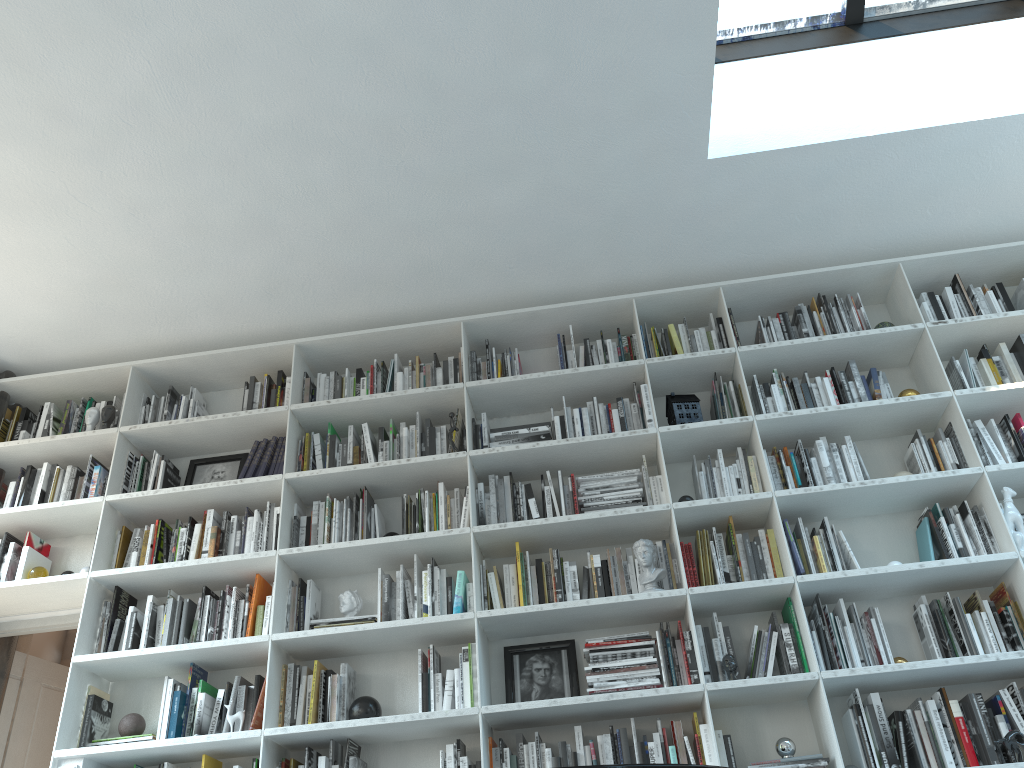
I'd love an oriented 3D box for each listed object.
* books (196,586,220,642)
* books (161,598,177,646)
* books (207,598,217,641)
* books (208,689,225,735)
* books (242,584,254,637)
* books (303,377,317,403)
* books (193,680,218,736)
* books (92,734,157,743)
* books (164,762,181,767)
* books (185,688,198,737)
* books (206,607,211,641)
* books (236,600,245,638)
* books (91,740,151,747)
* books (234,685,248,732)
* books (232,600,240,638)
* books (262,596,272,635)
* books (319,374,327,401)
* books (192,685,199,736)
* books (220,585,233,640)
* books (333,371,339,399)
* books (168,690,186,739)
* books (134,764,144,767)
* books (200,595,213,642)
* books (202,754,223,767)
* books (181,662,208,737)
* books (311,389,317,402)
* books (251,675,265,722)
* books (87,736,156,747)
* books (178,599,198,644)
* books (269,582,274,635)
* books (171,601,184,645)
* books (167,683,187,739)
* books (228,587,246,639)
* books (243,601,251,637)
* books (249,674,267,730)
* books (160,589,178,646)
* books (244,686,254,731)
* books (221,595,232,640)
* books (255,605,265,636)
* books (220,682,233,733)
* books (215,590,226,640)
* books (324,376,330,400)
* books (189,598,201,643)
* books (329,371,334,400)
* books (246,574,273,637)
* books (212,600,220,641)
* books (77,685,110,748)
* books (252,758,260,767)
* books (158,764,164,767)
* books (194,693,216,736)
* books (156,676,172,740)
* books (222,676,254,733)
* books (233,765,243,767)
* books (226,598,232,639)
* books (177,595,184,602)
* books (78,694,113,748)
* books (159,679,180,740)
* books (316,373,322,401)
[{"bbox_3d":[-1.328,1.049,3.867,0.013,0.298,0.152,-7,-33,4],"label":"books"},{"bbox_3d":[-1.458,1.082,3.854,0.021,0.246,0.190,-7,-33,4],"label":"books"},{"bbox_3d":[-1.272,1.069,3.841,0.013,0.228,0.178,-7,-33,4],"label":"books"},{"bbox_3d":[-1.191,1.383,3.647,0.056,0.213,0.143,-7,-33,4],"label":"books"},{"bbox_3d":[-1.137,1.037,3.866,0.015,0.291,0.144,-7,-33,4],"label":"books"},{"bbox_3d":[-1.000,0.108,4.420,0.029,0.236,0.157,-7,-33,4],"label":"books"},{"bbox_3d":[-1.257,1.364,3.644,0.011,0.249,0.173,-7,-33,4],"label":"books"},{"bbox_3d":[-1.562,1.472,3.642,0.254,0.012,0.161,-8,-34,5],"label":"books"},{"bbox_3d":[-1.334,1.660,3.471,0.012,0.304,0.190,-7,-33,4],"label":"books"},{"bbox_3d":[-1.296,1.391,3.663,0.030,0.230,0.148,-7,-33,4],"label":"books"},{"bbox_3d":[-1.286,1.089,3.848,0.021,0.204,0.130,-7,-33,4],"label":"books"},{"bbox_3d":[-1.153,1.067,3.844,0.021,0.219,0.149,-7,-33,4],"label":"books"},{"bbox_3d":[-1.561,1.490,3.626,0.254,0.012,0.162,-6,-34,2],"label":"books"},{"bbox_3d":[-1.078,1.358,3.619,0.030,0.206,0.173,-7,-33,4],"label":"books"},{"bbox_3d":[-1.170,1.068,3.841,0.012,0.216,0.161,-7,-33,4],"label":"books"},{"bbox_3d":[-1.036,1.047,3.832,0.031,0.222,0.145,-7,-33,4],"label":"books"},{"bbox_3d":[-0.925,0.094,4.424,0.031,0.253,0.146,-7,-33,4],"label":"books"},{"bbox_3d":[-1.271,1.377,3.660,0.022,0.247,0.129,-7,-33,4],"label":"books"},{"bbox_3d":[-1.235,1.046,3.878,0.011,0.302,0.130,-7,-33,4],"label":"books"},{"bbox_3d":[-0.858,0.084,4.413,0.012,0.248,0.175,-7,-33,4],"label":"books"},{"bbox_3d":[-1.340,1.385,3.627,0.029,0.207,0.190,-7,-33,4],"label":"books"},{"bbox_3d":[-1.472,1.676,3.485,0.006,0.313,0.146,-7,-33,4],"label":"books"},{"bbox_3d":[-1.309,1.070,3.863,0.021,0.255,0.156,-7,-33,4],"label":"books"},{"bbox_3d":[-1.182,1.633,3.464,0.021,0.321,0.173,-7,-33,4],"label":"books"},{"bbox_3d":[-1.321,1.347,3.688,0.011,0.334,0.154,-7,-33,4],"label":"books"},{"bbox_3d":[-0.970,0.135,4.416,0.024,0.182,0.134,-7,-33,4],"label":"books"},{"bbox_3d":[-1.026,1.341,3.638,0.021,0.250,0.155,-7,-33,4],"label":"books"},{"bbox_3d":[-1.562,1.479,3.630,0.285,0.012,0.160,-10,-34,7],"label":"books"},{"bbox_3d":[-1.391,1.081,3.856,0.023,0.241,0.185,-7,-33,4],"label":"books"},{"bbox_3d":[-1.009,1.020,3.851,0.027,0.284,0.149,-7,-33,4],"label":"books"},{"bbox_3d":[-1.425,1.083,3.850,0.024,0.236,0.167,-7,-33,4],"label":"books"},{"bbox_3d":[-1.368,1.385,3.666,0.031,0.254,0.144,-7,-33,4],"label":"books"},{"bbox_3d":[-1.186,1.038,3.846,0.015,0.273,0.158,-7,-33,4],"label":"books"},{"bbox_3d":[-1.122,1.064,3.829,0.013,0.202,0.162,-7,-33,4],"label":"books"},{"bbox_3d":[-0.981,1.302,3.608,0.082,0.275,0.229,-7,-33,4],"label":"books"},{"bbox_3d":[-1.475,1.070,3.875,0.011,0.291,0.184,-7,-33,4],"label":"books"},{"bbox_3d":[-1.049,1.359,3.626,0.027,0.208,0.144,-7,-33,4],"label":"books"},{"bbox_3d":[-1.224,1.063,3.859,0.011,0.250,0.140,-7,-33,4],"label":"books"},{"bbox_3d":[-1.065,1.068,3.823,0.030,0.182,0.152,-7,-33,4],"label":"books"},{"bbox_3d":[-1.158,1.367,3.652,0.013,0.240,0.142,-7,-33,4],"label":"books"},{"bbox_3d":[-1.247,1.052,3.857,0.012,0.270,0.146,-7,-33,4],"label":"books"},{"bbox_3d":[-0.898,0.103,4.409,0.023,0.219,0.182,-7,-33,4],"label":"books"},{"bbox_3d":[-1.354,1.080,3.872,0.048,0.255,0.142,-7,-33,4],"label":"books"},{"bbox_3d":[-0.875,0.088,4.418,0.023,0.250,0.171,-7,-33,4],"label":"books"},{"bbox_3d":[-1.102,1.011,3.861,0.035,0.324,0.171,-7,-33,4],"label":"books"},{"bbox_3d":[-1.257,1.075,3.849,0.013,0.226,0.152,-7,-33,4],"label":"books"},{"bbox_3d":[-1.750,1.425,3.706,0.012,0.283,0.160,-7,-33,4],"label":"books"},{"bbox_3d":[-0.977,1.617,3.432,0.014,0.284,0.180,-7,-33,4],"label":"books"},{"bbox_3d":[-1.351,1.658,3.461,0.019,0.298,0.181,-7,-33,4],"label":"books"},{"bbox_3d":[-1.237,1.380,3.616,0.029,0.189,0.190,-7,-33,4],"label":"books"},{"bbox_3d":[-1.415,1.375,3.672,0.012,0.283,0.160,-7,-33,4],"label":"books"},{"bbox_3d":[-1.124,1.348,3.641,0.060,0.254,0.159,-7,-33,4],"label":"books"},{"bbox_3d":[-1.046,1.635,3.432,0.021,0.264,0.186,-7,-33,4],"label":"books"},{"bbox_3d":[-1.203,1.070,3.863,0.028,0.241,0.132,-7,-33,4],"label":"books"},{"bbox_3d":[-1.441,1.080,3.874,0.011,0.269,0.158,-7,-33,4],"label":"books"},{"bbox_3d":[-1.730,1.434,3.684,0.028,0.241,0.157,-7,-33,4],"label":"books"},{"bbox_3d":[-1.397,1.377,3.666,0.024,0.271,0.151,-7,-33,4],"label":"books"},{"bbox_3d":[-0.950,0.098,4.448,0.021,0.277,0.141,-7,-33,4],"label":"books"}]
